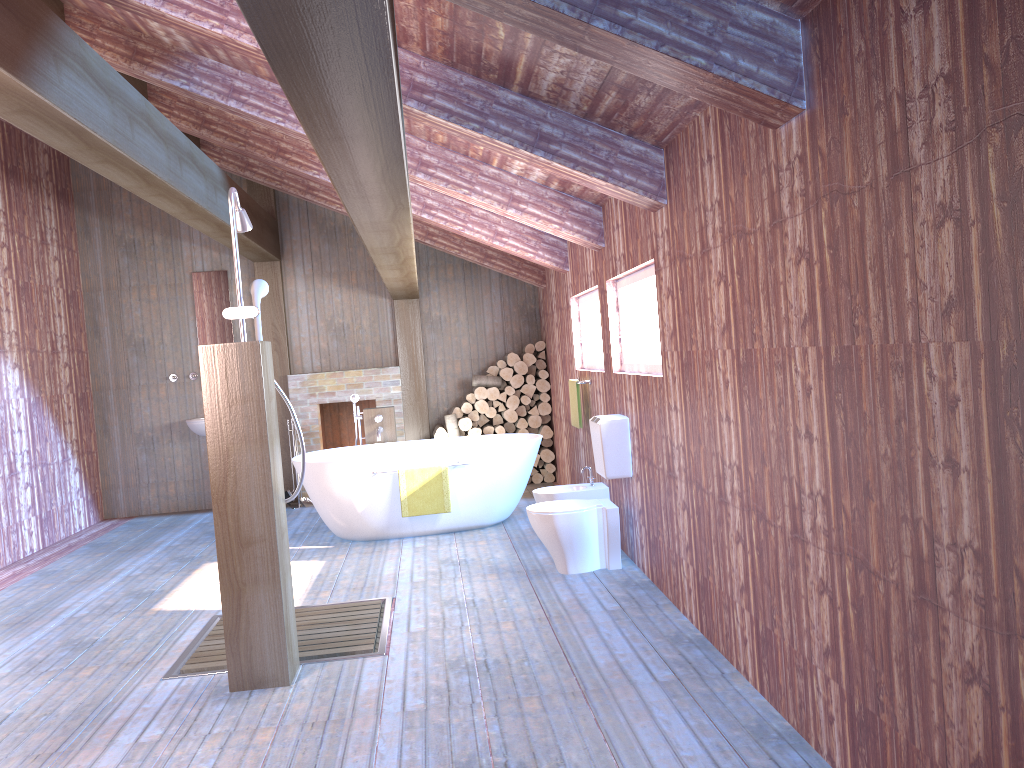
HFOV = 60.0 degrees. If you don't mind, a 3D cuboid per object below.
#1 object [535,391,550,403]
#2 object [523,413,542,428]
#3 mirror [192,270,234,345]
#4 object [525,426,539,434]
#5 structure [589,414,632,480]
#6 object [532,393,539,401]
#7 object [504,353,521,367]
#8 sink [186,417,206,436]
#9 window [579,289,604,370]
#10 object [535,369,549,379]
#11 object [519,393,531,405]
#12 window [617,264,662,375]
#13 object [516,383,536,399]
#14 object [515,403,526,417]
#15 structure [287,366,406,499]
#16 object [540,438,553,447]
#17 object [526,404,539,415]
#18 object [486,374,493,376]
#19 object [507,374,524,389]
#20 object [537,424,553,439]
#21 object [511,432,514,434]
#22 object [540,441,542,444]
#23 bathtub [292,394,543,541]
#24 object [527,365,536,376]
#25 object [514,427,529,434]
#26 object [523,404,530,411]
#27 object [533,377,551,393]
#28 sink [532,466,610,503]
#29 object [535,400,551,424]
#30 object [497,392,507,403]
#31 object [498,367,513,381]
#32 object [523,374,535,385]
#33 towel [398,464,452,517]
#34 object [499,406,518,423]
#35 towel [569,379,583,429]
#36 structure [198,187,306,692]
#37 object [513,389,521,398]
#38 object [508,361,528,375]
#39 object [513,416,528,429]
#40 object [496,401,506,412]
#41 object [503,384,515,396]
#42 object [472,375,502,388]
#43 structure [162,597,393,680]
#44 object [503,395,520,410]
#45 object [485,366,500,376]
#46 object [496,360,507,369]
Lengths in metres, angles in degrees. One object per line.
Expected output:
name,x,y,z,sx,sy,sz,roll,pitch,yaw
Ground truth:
object,0.312,0.126,9.093,0.102,0.109,0.438,-5,2,-5
object,0.205,0.373,9.097,0.137,0.133,0.437,-5,2,-7
mirror,-3.014,-0.543,9.001,0.350,1.199,0.009,-5,2,-5
object,0.195,0.487,9.191,0.118,0.106,0.319,-5,2,-8
structure,0.600,0.378,5.413,0.182,0.363,0.358,-5,2,-4
object,0.246,0.131,9.131,0.088,0.092,0.280,-5,2,-4
object,0.001,-0.253,9.072,0.135,0.139,0.456,-5,2,-4
sink,-2.909,0.704,8.834,0.582,1.143,0.475,-5,2,-6
window,0.631,-0.394,6.522,0.054,0.587,1.255,-5,2,-4
object,0.298,-0.105,9.085,0.102,0.109,0.438,-5,2,-5
object,0.119,0.152,9.073,0.102,0.109,0.438,-5,2,-5
window,0.756,-0.350,4.981,0.054,0.587,1.255,-5,2,-4
object,0.145,0.068,9.104,0.172,0.151,0.482,-5,2,-4
object,0.073,0.266,9.059,0.111,0.118,0.302,-5,2,-6
structure,-1.659,0.520,9.089,1.130,1.330,0.226,-5,2,-6
object,0.337,0.583,9.162,0.114,0.113,0.301,-5,2,-8
object,0.197,0.256,9.085,0.115,0.112,0.423,-5,2,-5
object,-0.247,-0.039,9.130,0.113,0.130,0.291,-5,2,-4
object,0.033,-0.026,9.063,0.143,0.151,0.440,-5,2,-5
object,0.316,0.479,9.124,0.139,0.137,0.455,-5,2,-7
object,0.006,0.563,9.072,0.115,0.112,0.423,-5,2,-5
object,0.258,0.597,9.149,0.088,0.092,0.280,-5,2,-6
bathtub,-0.759,0.612,7.100,1.935,1.109,1.460,-4,2,17
object,0.176,-0.139,9.174,0.132,0.119,0.319,-5,2,-4
object,0.095,0.501,9.052,0.116,0.117,0.289,-5,2,-8
object,0.140,0.234,9.066,0.065,0.069,0.177,-5,2,-6
object,0.293,0.009,9.092,0.147,0.152,0.439,-5,2,-5
sink,0.408,0.842,6.202,0.515,0.517,0.335,-5,2,-4
object,0.313,0.292,9.107,0.137,0.256,0.439,-5,2,-5
object,-0.122,0.136,9.047,0.109,0.124,0.424,-5,2,-6
object,-0.074,-0.108,9.068,0.139,0.148,0.458,-5,2,-5
object,0.170,-0.051,9.073,0.089,0.106,0.437,-5,2,-4
towel,-0.642,0.786,6.541,0.370,0.361,0.032,-5,2,-9
object,-0.040,0.311,9.063,0.141,0.143,0.437,-5,2,-7
towel,0.483,0.149,6.751,0.032,0.361,0.370,-5,2,-5
structure,-1.144,0.204,3.958,0.328,2.209,0.522,-4,2,15
object,0.040,0.100,9.044,0.095,0.090,0.278,-5,2,-4
object,0.061,-0.166,9.062,0.141,0.143,0.437,-5,2,-7
object,0.084,0.393,9.053,0.114,0.113,0.301,-5,2,-8
object,-0.111,0.225,9.058,0.085,0.096,0.280,-5,2,-4
object,-0.039,0.058,9.053,0.102,0.109,0.438,-5,2,-5
object,-0.254,-0.027,8.931,0.302,0.157,0.121,-5,2,-4
structure,-1.128,1.301,4.534,1.000,0.067,1.000,-5,2,-6
object,-0.007,0.184,9.064,0.136,0.157,0.439,-5,2,-4
object,-0.201,-0.128,9.134,0.140,0.121,0.319,-5,2,-4
object,-0.111,-0.202,9.033,0.094,0.097,0.227,-5,2,-4
